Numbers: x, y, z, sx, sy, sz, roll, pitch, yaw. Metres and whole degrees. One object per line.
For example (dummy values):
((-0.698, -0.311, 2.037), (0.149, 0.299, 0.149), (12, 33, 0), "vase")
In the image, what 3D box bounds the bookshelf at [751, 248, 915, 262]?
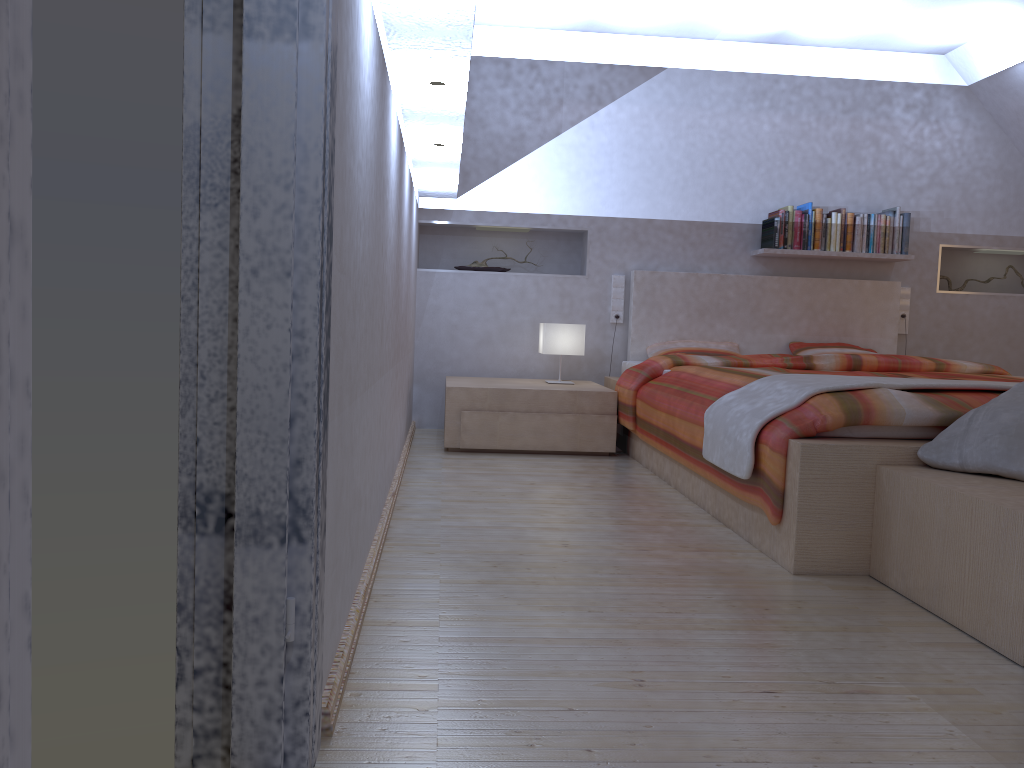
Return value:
((1.917, -0.771, 5.322), (0.916, 0.028, 0.223), (2, 4, -4), "bookshelf")

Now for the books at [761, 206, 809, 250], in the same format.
((1.629, -0.925, 5.285), (0.209, 0.260, 0.215), (2, 4, -4), "books")

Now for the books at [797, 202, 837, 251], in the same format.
((1.822, -0.930, 5.307), (0.178, 0.281, 0.200), (2, 4, -4), "books")

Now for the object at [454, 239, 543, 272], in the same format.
((-0.058, -0.799, 5.433), (0.589, 0.242, 0.183), (2, 4, -6), "object")

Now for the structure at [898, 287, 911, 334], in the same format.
((2.419, -0.454, 5.491), (0.077, 0.286, 0.034), (2, 4, -4), "structure")

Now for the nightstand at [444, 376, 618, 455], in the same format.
((0.065, 0.161, 4.831), (0.859, 0.329, 0.847), (2, 4, -4), "nightstand")

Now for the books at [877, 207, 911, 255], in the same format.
((2.281, -0.915, 5.343), (0.145, 0.281, 0.200), (2, 4, -4), "books")

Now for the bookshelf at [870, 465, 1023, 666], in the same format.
((1.746, 0.415, 2.138), (1.495, 0.303, 0.643), (2, 4, -4), "bookshelf")

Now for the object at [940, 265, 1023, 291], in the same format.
((3.156, -0.666, 5.681), (0.905, 0.193, 0.085), (2, 4, -4), "object")

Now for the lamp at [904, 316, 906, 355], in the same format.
((2.827, 0.069, 4.295), (0.396, 0.788, 2.551), (1, 4, -14), "lamp")

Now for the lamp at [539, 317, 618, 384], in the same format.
((0.343, -0.142, 5.104), (0.318, 0.515, 0.684), (4, 4, 24), "lamp")

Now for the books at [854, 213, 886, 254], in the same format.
((2.129, -0.895, 5.333), (0.159, 0.231, 0.200), (2, 4, -4), "books")

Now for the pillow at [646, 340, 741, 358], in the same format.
((1.096, -0.160, 5.115), (0.572, 0.180, 0.492), (2, 4, -4), "pillow")

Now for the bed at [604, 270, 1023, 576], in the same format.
((1.623, -0.053, 3.932), (2.087, 0.994, 3.009), (2, 4, -4), "bed")

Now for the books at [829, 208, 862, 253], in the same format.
((1.981, -0.914, 5.316), (0.140, 0.260, 0.209), (2, 4, -4), "books")

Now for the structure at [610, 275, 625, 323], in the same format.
((0.637, -0.512, 5.352), (0.077, 0.286, 0.034), (2, 4, -4), "structure")

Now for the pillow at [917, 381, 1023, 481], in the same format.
((1.419, 0.125, 2.344), (0.498, 0.241, 0.470), (-1, 5, -39), "pillow")

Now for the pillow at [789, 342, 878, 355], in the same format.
((1.955, -0.143, 5.133), (0.566, 0.188, 0.497), (2, 4, -4), "pillow")
